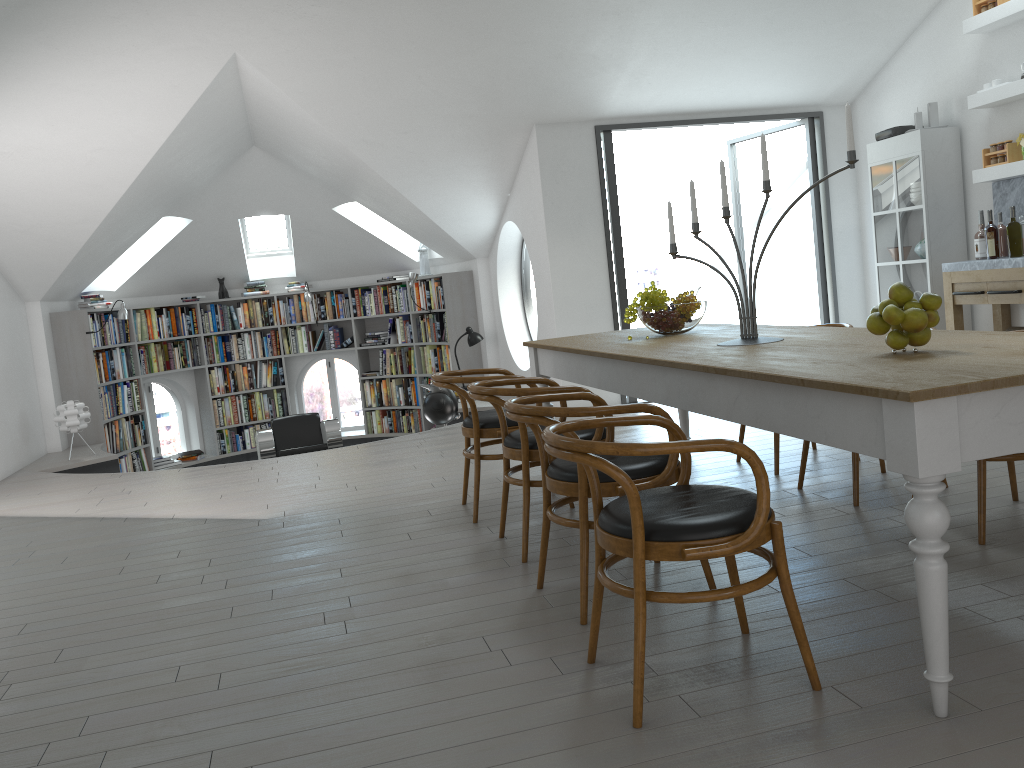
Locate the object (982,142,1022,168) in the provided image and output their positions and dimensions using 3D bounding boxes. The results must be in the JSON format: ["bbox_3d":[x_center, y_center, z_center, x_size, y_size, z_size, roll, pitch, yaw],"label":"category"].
[{"bbox_3d":[3.518,-1.639,6.366,0.120,0.146,0.237,-7,6,-14],"label":"object"}]

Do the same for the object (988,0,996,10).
[{"bbox_3d":[3.408,-2.678,6.286,0.058,0.075,0.059,-5,5,10],"label":"object"}]

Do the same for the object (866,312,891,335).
[{"bbox_3d":[1.117,-0.183,2.701,0.070,0.072,0.071,-2,7,41],"label":"object"}]

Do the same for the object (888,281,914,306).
[{"bbox_3d":[1.180,-0.274,2.690,0.072,0.074,0.072,-7,5,-14],"label":"object"}]

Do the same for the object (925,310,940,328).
[{"bbox_3d":[1.241,-0.193,2.633,0.051,0.053,0.053,-8,6,-22],"label":"object"}]

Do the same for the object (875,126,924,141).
[{"bbox_3d":[3.160,-2.011,7.225,0.299,0.119,0.299,-8,6,-14],"label":"object"}]

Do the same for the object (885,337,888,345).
[{"bbox_3d":[1.176,-0.136,2.728,0.050,0.050,0.051,-7,5,-10],"label":"object"}]

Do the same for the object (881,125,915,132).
[{"bbox_3d":[3.159,-2.020,7.225,0.238,0.119,0.238,-7,6,-14],"label":"object"}]

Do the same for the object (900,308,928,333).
[{"bbox_3d":[1.187,-0.188,2.619,0.077,0.076,0.076,-1,7,43],"label":"object"}]

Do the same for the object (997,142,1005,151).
[{"bbox_3d":[3.512,-1.701,6.363,0.058,0.075,0.059,-5,5,10],"label":"object"}]

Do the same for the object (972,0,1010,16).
[{"bbox_3d":[3.405,-2.702,6.282,0.120,0.146,0.237,-7,6,-14],"label":"object"}]

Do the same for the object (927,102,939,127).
[{"bbox_3d":[3.280,-2.083,6.907,0.072,0.210,0.071,-5,5,10],"label":"object"}]

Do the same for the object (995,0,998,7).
[{"bbox_3d":[3.424,-2.673,6.221,0.058,0.075,0.059,-5,5,10],"label":"object"}]

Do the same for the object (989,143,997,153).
[{"bbox_3d":[3.496,-1.706,6.428,0.058,0.075,0.059,-5,5,10],"label":"object"}]

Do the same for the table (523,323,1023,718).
[{"bbox_3d":[1.004,0.215,3.733,1.019,0.797,3.355,-7,6,-14],"label":"table"}]

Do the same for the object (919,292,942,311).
[{"bbox_3d":[1.251,-0.245,2.650,0.062,0.059,0.062,-7,5,-13],"label":"object"}]

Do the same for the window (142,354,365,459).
[{"bbox_3d":[-3.343,0.278,11.171,3.237,1.148,0.617,-9,6,-28],"label":"window"}]

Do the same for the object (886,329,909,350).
[{"bbox_3d":[1.157,-0.134,2.660,0.063,0.063,0.064,-6,5,-3],"label":"object"}]

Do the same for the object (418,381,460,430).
[{"bbox_3d":[-0.674,0.199,8.261,0.321,0.561,0.320,-10,6,-41],"label":"object"}]

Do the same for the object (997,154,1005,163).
[{"bbox_3d":[3.521,-1.616,6.369,0.058,0.075,0.059,-5,5,10],"label":"object"}]

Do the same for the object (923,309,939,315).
[{"bbox_3d":[1.260,-0.205,2.688,0.062,0.059,0.062,-7,5,-9],"label":"object"}]

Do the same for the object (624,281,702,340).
[{"bbox_3d":[0.779,-0.388,4.495,0.292,0.283,0.395,-2,7,40],"label":"object"}]

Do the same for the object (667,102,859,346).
[{"bbox_3d":[0.967,-0.598,3.509,0.266,0.873,0.775,-10,6,-39],"label":"object"}]

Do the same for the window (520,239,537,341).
[{"bbox_3d":[0.335,-0.907,8.752,0.104,1.467,1.473,-7,5,-14],"label":"window"}]

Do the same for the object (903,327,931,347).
[{"bbox_3d":[1.226,-0.150,2.683,0.078,0.074,0.080,-3,6,31],"label":"object"}]

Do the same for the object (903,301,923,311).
[{"bbox_3d":[1.202,-0.225,2.658,0.053,0.050,0.053,-11,7,-42],"label":"object"}]

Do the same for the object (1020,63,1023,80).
[{"bbox_3d":[3.511,-2.137,6.069,0.064,0.124,0.068,-8,5,-20],"label":"object"}]

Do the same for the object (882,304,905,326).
[{"bbox_3d":[1.128,-0.204,2.619,0.062,0.063,0.063,-2,7,39],"label":"object"}]

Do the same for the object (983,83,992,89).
[{"bbox_3d":[3.440,-2.134,6.389,0.057,0.061,0.058,-7,5,-14],"label":"object"}]

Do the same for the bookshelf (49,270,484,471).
[{"bbox_3d":[-2.683,-0.139,10.434,4.336,1.876,2.112,-8,6,-14],"label":"bookshelf"}]

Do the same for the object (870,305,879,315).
[{"bbox_3d":[1.150,-0.212,2.750,0.071,0.063,0.072,-8,6,-20],"label":"object"}]

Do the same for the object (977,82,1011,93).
[{"bbox_3d":[3.459,-2.106,6.319,0.113,0.025,0.295,-8,6,-14],"label":"object"}]

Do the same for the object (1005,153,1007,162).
[{"bbox_3d":[3.538,-1.610,6.304,0.058,0.075,0.059,-5,5,10],"label":"object"}]

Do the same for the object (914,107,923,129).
[{"bbox_3d":[3.177,-2.067,6.929,0.054,0.196,0.054,-5,5,11],"label":"object"}]

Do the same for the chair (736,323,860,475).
[{"bbox_3d":[1.591,0.062,4.900,0.622,0.733,0.528,-7,5,-14],"label":"chair"}]

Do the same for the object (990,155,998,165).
[{"bbox_3d":[3.505,-1.621,6.434,0.058,0.075,0.059,-5,5,10],"label":"object"}]

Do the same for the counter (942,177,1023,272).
[{"bbox_3d":[4.404,-0.933,3.438,0.962,0.618,6.587,-7,6,-13],"label":"counter"}]

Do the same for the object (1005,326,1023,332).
[{"bbox_3d":[3.580,-0.346,6.140,0.104,0.102,0.292,-8,6,-16],"label":"object"}]

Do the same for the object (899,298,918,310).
[{"bbox_3d":[1.218,-0.235,2.730,0.066,0.071,0.072,-11,7,-44],"label":"object"}]

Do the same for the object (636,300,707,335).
[{"bbox_3d":[0.814,-0.328,4.492,0.361,0.159,0.360,-10,7,-33],"label":"object"}]

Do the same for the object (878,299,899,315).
[{"bbox_3d":[1.135,-0.228,2.673,0.058,0.057,0.053,-6,5,1],"label":"object"}]

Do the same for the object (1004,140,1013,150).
[{"bbox_3d":[3.529,-1.696,6.298,0.058,0.075,0.059,-5,5,10],"label":"object"}]

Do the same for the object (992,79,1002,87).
[{"bbox_3d":[3.456,-2.133,6.317,0.054,0.071,0.054,-7,5,-14],"label":"object"}]

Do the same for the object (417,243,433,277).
[{"bbox_3d":[-1.043,-1.501,10.465,0.179,0.471,0.179,-6,5,-5],"label":"object"}]

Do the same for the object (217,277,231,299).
[{"bbox_3d":[-3.551,-1.177,10.913,0.147,0.264,0.202,-8,5,-17],"label":"object"}]

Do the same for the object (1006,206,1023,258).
[{"bbox_3d":[3.423,-1.034,6.042,0.092,0.358,0.092,-3,5,30],"label":"object"}]

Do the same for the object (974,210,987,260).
[{"bbox_3d":[3.410,-1.079,6.426,0.085,0.359,0.089,-5,5,8],"label":"object"}]

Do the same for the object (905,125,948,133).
[{"bbox_3d":[3.240,-1.983,6.927,0.294,0.025,0.151,-5,6,10],"label":"object"}]

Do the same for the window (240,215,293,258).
[{"bbox_3d":[-2.871,-1.892,10.299,4.058,0.711,1.936,-8,6,-14],"label":"window"}]

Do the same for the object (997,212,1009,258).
[{"bbox_3d":[3.517,-1.069,6.373,0.085,0.330,0.085,-7,5,-5],"label":"object"}]

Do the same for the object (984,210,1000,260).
[{"bbox_3d":[3.372,-1.045,6.233,0.093,0.358,0.093,-4,5,21],"label":"object"}]

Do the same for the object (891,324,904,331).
[{"bbox_3d":[1.209,-0.181,2.753,0.060,0.056,0.059,-8,6,-19],"label":"object"}]

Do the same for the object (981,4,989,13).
[{"bbox_3d":[3.392,-2.684,6.351,0.058,0.075,0.059,-5,5,10],"label":"object"}]

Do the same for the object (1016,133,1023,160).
[{"bbox_3d":[3.563,-1.643,6.106,0.128,0.199,0.163,-8,5,-19],"label":"object"}]

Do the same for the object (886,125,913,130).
[{"bbox_3d":[3.158,-2.029,7.224,0.170,0.119,0.170,-7,6,-14],"label":"object"}]

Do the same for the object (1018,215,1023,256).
[{"bbox_3d":[3.570,-1.037,6.188,0.183,0.285,0.185,-5,5,10],"label":"object"}]
